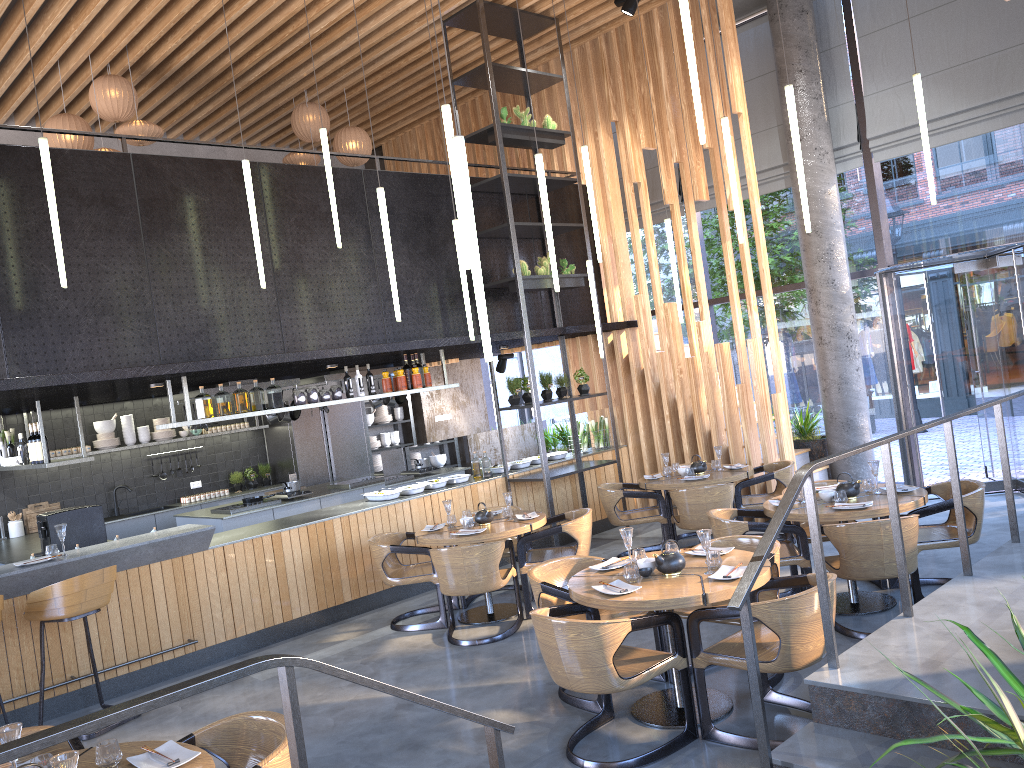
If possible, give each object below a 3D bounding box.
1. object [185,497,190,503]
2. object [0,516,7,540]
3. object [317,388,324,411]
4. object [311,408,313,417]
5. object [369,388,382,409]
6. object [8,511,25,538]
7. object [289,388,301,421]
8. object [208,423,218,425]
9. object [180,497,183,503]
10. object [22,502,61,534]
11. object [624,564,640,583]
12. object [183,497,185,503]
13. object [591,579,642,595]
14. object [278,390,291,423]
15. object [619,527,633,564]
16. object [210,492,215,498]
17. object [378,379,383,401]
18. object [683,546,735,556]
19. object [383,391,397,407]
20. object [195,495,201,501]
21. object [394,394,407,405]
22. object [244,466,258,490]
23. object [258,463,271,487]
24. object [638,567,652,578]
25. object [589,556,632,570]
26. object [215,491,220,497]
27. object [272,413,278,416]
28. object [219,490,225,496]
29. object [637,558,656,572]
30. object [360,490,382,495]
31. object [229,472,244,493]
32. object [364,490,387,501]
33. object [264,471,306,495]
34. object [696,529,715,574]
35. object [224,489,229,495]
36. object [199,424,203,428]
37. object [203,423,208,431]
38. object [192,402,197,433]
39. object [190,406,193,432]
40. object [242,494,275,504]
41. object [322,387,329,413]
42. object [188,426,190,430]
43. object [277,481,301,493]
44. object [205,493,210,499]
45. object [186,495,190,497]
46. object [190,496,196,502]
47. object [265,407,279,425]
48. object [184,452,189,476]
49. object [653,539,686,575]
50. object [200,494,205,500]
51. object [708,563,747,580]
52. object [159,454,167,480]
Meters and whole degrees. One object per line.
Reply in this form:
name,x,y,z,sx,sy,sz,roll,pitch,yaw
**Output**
object,-4.159,1.485,11.367,0.062,0.078,0.062,-8,1,-38
object,-5.880,1.592,9.962,0.322,0.371,0.067,-8,1,-43
object,-2.286,0.174,10.545,0.038,0.306,0.062,-8,1,-43
object,-2.425,0.221,10.689,0.024,0.363,0.033,-8,1,-43
object,-1.799,0.133,11.549,0.161,0.386,0.200,-8,1,-19
object,-5.672,1.595,10.135,0.158,0.303,0.175,-8,1,-40
object,-2.473,0.231,10.093,0.070,0.372,0.243,-8,1,-43
object,-3.177,0.297,9.387,0.103,0.280,0.103,-8,1,-12
object,-4.254,1.498,11.470,0.062,0.078,0.062,-8,1,-38
object,-5.503,1.556,10.418,0.400,0.330,0.098,-8,1,-43
object,0.638,1.014,4.735,0.086,0.086,0.086,-8,0,4
object,-4.205,1.491,11.417,0.062,0.078,0.062,-8,1,-38
object,0.531,1.061,4.617,0.170,0.025,0.294,-8,1,-24
object,-2.632,0.262,10.279,0.166,0.387,0.200,-8,1,-39
object,0.665,0.936,5.043,0.082,0.227,0.082,-8,1,16
object,-3.918,1.449,11.596,0.062,0.078,0.062,-8,1,-38
object,-1.717,0.074,11.412,0.103,0.280,0.103,-8,1,33
object,1.124,0.973,5.154,0.294,0.025,0.170,-8,1,44
object,-1.559,0.102,11.295,0.166,0.387,0.200,-8,1,-39
object,-4.062,1.471,11.459,0.062,0.078,0.062,-8,1,-38
object,-1.400,0.071,11.110,0.070,0.372,0.243,-8,1,-43
object,-3.564,1.279,12.112,0.172,0.311,0.179,-8,1,-32
object,-3.404,1.227,12.247,0.186,0.367,0.196,-8,0,2
object,0.723,1.024,4.801,0.080,0.042,0.080,-8,1,-19
object,0.602,1.046,5.171,0.170,0.025,0.294,-8,1,44
object,-3.871,1.442,11.640,0.062,0.078,0.062,-8,1,-38
object,-2.790,0.233,10.396,0.103,0.280,0.103,-8,1,33
object,-3.823,1.435,11.686,0.062,0.078,0.062,-8,1,-38
object,0.752,1.007,4.907,0.116,0.065,0.116,-8,1,9
object,-1.380,1.062,8.681,0.252,0.026,0.048,-8,1,24
object,-3.709,1.315,11.982,0.211,0.283,0.221,-8,1,-30
object,-1.266,1.085,8.629,0.268,0.074,0.402,-8,1,-43
object,-2.760,1.191,10.738,0.400,0.232,0.290,-8,1,-44
object,1.032,0.887,4.693,0.082,0.227,0.082,-8,1,-10
object,-3.776,1.428,11.731,0.062,0.078,0.062,-8,1,-38
object,-3.359,0.334,9.529,0.038,0.306,0.062,-8,1,-43
object,-3.282,0.339,9.443,0.031,0.336,0.104,-8,1,-44
object,-3.433,0.359,9.600,0.024,0.337,0.068,-8,1,-43
object,-3.498,0.381,9.673,0.024,0.363,0.033,-8,1,-43
object,-2.864,1.289,9.949,0.351,0.061,0.232,-8,1,25
object,-2.208,0.179,10.459,0.031,0.336,0.104,-8,1,-44
object,-3.558,0.356,9.721,0.032,0.298,0.035,-8,0,-1
object,-2.562,1.161,10.059,0.200,0.154,0.348,-8,1,37
object,-3.965,1.456,11.551,0.062,0.078,0.062,-8,1,-38
object,-4.205,1.490,11.517,0.062,0.078,0.062,-8,1,-38
object,-4.110,1.478,11.414,0.062,0.078,0.062,-8,1,-38
object,-2.872,0.293,10.532,0.161,0.386,0.200,-8,1,-19
object,-4.265,1.043,11.609,0.033,0.363,0.024,-8,1,-43
object,0.852,0.936,4.810,0.168,0.179,0.163,-8,1,11
object,-4.014,1.464,11.505,0.062,0.078,0.062,-8,1,-38
object,1.146,0.975,4.605,0.170,0.025,0.294,-8,1,31
object,-4.494,1.063,11.388,0.104,0.336,0.031,-8,1,-44
